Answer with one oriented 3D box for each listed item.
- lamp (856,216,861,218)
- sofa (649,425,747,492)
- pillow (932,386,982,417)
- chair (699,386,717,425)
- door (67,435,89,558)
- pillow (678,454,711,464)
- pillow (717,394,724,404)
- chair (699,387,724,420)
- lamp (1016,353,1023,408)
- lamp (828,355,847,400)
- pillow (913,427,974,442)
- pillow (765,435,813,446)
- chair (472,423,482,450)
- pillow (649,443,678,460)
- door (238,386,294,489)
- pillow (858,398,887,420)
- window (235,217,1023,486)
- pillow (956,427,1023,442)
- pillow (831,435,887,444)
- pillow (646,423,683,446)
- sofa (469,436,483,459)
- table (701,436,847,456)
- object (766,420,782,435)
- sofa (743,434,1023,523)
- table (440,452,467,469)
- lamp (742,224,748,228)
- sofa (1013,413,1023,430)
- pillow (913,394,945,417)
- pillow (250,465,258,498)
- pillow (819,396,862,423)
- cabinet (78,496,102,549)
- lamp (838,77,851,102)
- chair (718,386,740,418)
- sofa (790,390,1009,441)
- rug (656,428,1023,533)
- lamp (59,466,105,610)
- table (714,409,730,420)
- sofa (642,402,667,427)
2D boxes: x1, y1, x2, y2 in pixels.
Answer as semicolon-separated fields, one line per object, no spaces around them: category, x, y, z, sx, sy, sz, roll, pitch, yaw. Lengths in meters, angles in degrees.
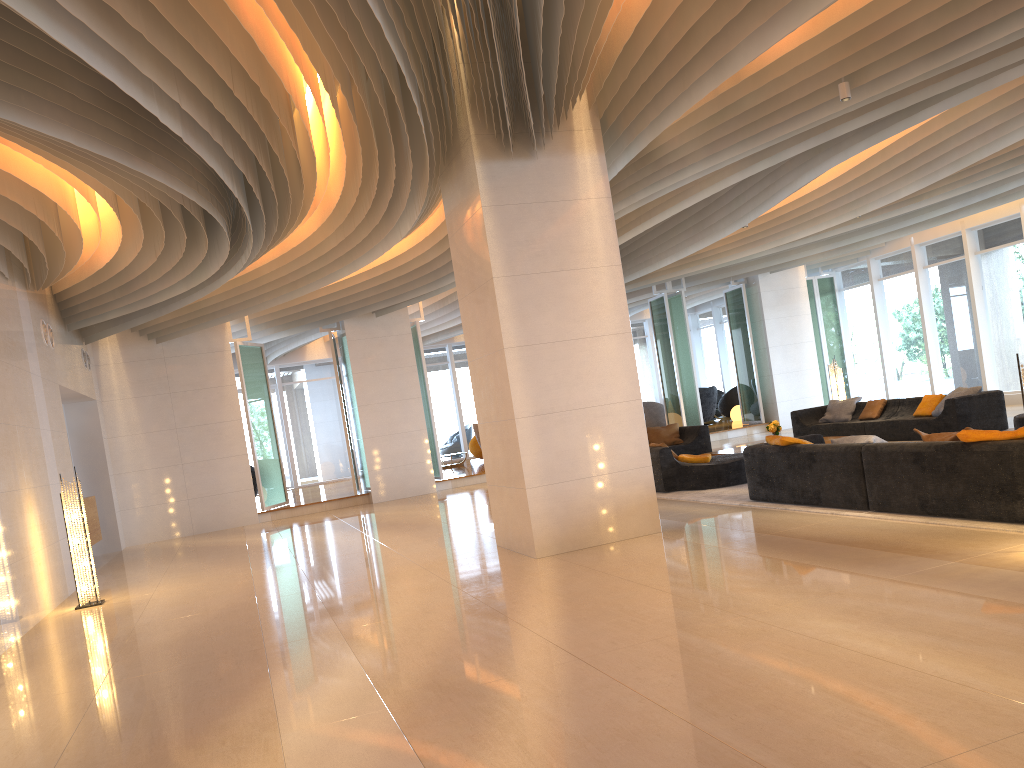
lamp;5.290;-3.350;13.834;0.088;1.508;0.090;-8;2;26
sofa;2.601;1.014;13.393;2.846;0.654;5.047;-8;-2;-18
pillow;6.392;0.250;12.773;0.546;0.378;0.639;-9;-1;4
chair;4.912;0.627;23.636;1.121;1.007;1.537;-9;-1;44
door;-7.131;1.820;14.056;0.248;2.104;1.393;-9;1;-18
pillow;2.350;0.951;11.388;0.408;0.136;0.419;-9;-2;15
pillow;6.151;0.437;26.570;0.502;0.409;0.465;-9;0;9
chair;5.820;0.580;26.484;1.522;1.007;1.132;-9;0;-6
lamp;3.209;0.393;5.253;0.252;1.200;0.248;-9;2;-19
lamp;6.000;0.192;16.270;0.252;1.453;0.248;-9;2;-19
pillow;3.524;0.527;7.029;0.447;0.410;0.597;-9;-1;-16
pillow;2.874;0.665;8.834;0.546;0.378;0.639;-9;-1;4
chair;-0.292;1.343;20.898;1.141;1.006;1.510;-9;-1;-11
pillow;2.018;0.905;11.601;0.331;0.311;0.420;-9;-1;-17
door;-6.759;1.524;23.529;1.470;2.775;0.059;-9;2;-19
pillow;5.862;0.414;14.411;0.324;0.312;0.404;-9;0;-21
window;8.496;-1.471;11.956;53.780;3.223;22.417;-10;-2;37
pillow;3.644;0.467;6.397;0.554;0.378;0.630;-8;-1;-41
pillow;3.220;0.645;8.012;0.423;0.377;0.582;-9;-1;-16
pillow;2.692;0.918;15.740;0.637;0.378;0.548;-9;-1;3
sofa;0.091;1.407;23.090;2.589;0.902;1.097;-8;-1;-29
table;3.934;1.025;13.258;1.613;0.220;1.588;-8;-2;-19
object;3.976;0.723;13.435;0.235;0.377;0.267;-9;1;14
sofa;3.416;0.738;7.666;0.949;0.583;3.746;-9;-2;-18
table;-1.625;1.937;22.159;1.085;0.319;0.813;-8;-1;-12
lamp;3.350;-3.072;13.154;0.088;1.508;0.090;-8;2;26
sofa;7.217;0.202;9.254;1.362;0.583;4.108;-8;-2;-19
pillow;6.228;0.319;13.253;0.324;0.312;0.404;-9;-1;-16
pillow;-5.810;2.092;17.725;1.530;1.007;1.126;-8;0;-21
pillow;5.621;0.448;15.210;0.554;0.378;0.630;-8;-1;-41
cabinet;-6.219;1.975;12.455;0.563;0.662;1.498;-9;-1;-18
lamp;2.719;-3.158;7.508;0.090;1.508;0.088;-10;2;-28
chair;6.418;0.424;24.551;1.528;1.007;1.128;-9;0;-16
sofa;5.909;0.557;13.953;0.949;0.583;3.746;-9;-2;-18
rug;5.395;0.766;8.700;5.554;0.022;16.088;-8;-2;-18
lamp;-4.490;1.582;9.187;0.252;1.453;0.248;-9;2;-19
table;6.243;0.831;25.531;1.085;0.319;0.813;-8;-1;-12
sofa;2.883;0.957;22.498;2.532;0.902;1.122;-10;-1;31
